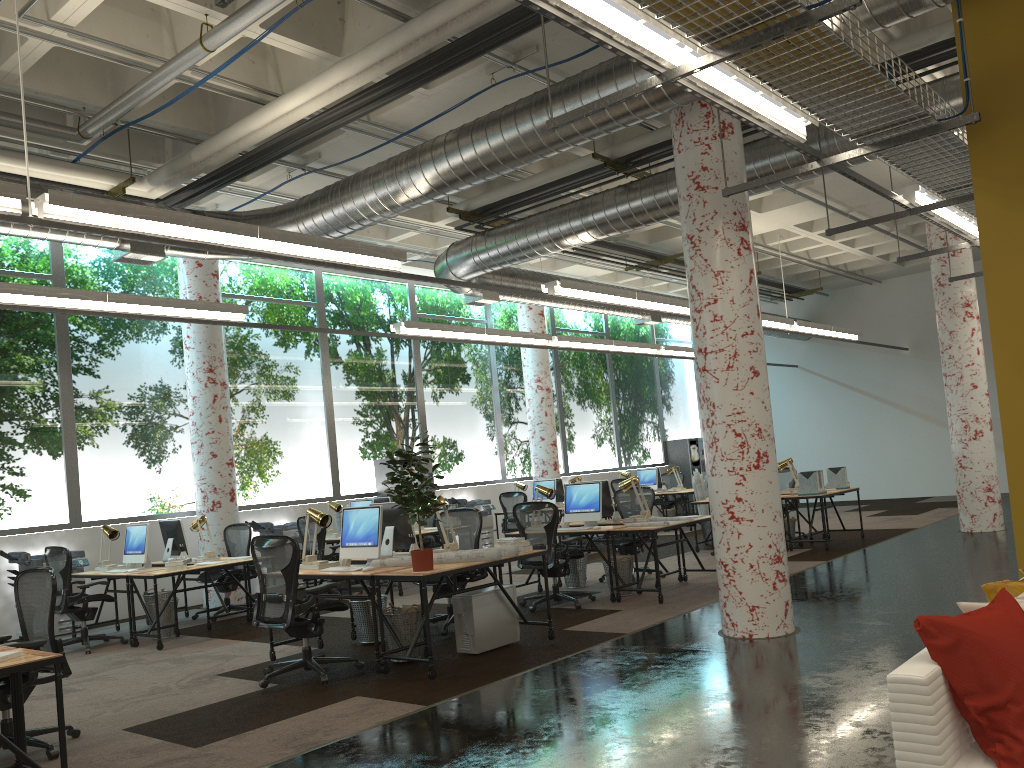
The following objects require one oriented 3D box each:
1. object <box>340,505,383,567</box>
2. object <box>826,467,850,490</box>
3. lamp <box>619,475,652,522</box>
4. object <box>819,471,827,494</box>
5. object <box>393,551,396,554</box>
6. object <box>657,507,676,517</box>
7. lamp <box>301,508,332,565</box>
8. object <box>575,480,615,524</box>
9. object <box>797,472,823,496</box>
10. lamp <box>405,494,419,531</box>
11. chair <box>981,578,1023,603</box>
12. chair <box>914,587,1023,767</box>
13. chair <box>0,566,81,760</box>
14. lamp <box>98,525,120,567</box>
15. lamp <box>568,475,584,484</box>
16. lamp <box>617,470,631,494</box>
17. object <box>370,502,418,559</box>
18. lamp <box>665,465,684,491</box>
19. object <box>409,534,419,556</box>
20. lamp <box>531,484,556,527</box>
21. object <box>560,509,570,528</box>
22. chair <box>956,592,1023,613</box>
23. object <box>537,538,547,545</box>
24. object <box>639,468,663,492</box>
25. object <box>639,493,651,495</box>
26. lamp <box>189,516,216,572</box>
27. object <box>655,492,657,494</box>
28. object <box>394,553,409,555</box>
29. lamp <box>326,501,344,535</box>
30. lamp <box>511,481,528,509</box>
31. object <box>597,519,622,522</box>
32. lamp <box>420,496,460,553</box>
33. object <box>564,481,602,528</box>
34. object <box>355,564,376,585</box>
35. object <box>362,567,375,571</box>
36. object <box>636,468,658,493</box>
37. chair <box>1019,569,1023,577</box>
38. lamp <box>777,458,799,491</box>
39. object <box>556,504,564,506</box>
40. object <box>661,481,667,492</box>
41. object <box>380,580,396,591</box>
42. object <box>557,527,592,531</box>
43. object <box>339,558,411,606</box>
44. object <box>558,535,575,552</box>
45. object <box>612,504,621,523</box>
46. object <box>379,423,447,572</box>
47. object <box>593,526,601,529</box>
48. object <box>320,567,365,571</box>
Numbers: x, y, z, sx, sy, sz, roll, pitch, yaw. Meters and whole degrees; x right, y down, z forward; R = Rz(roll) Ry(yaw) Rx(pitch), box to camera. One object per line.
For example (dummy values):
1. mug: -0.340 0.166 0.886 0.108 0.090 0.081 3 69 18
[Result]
1. object: -1.196 1.231 7.149 0.485 0.484 0.189 -9 -5 40
2. object: 4.613 1.344 12.563 0.281 0.301 0.150 -9 -5 40
3. lamp: 1.416 1.316 9.802 0.208 0.609 0.530 -4 -4 -30
4. object: 4.053 1.330 11.906 0.281 0.301 0.150 -9 -5 40
5. object: -1.110 1.543 8.081 0.060 0.029 0.106 -10 -7 41
6. object: 3.018 2.621 17.256 0.360 0.434 0.353 -8 -5 37
7. lamp: -1.678 1.351 7.488 0.218 0.609 0.530 -4 -4 -30
8. object: 0.932 1.353 10.147 0.485 0.484 0.189 -9 -5 40
9. object: 3.958 1.328 11.794 0.281 0.301 0.150 -9 -5 40
10. lamp: -1.384 1.814 12.198 0.218 0.609 0.530 -4 -4 -30
11. chair: 2.032 0.893 3.282 0.546 0.437 0.317 -2 -5 -37
12. chair: 1.481 0.879 2.660 0.533 0.443 0.303 -2 -5 -33
13. chair: -3.001 1.662 5.263 0.772 1.083 0.793 -7 -4 24
14. lamp: -4.525 1.881 9.930 0.218 0.609 0.530 -4 -4 -30
15. lamp: 1.202 1.876 15.230 0.218 0.609 0.530 -4 -4 -30
16. lamp: 2.193 2.041 17.811 0.218 0.609 0.530 -4 -4 -30
17. object: -1.051 1.274 7.721 0.485 0.484 0.189 -9 -5 40
18. lamp: 3.308 1.926 17.701 0.218 0.609 0.530 -4 -4 -30
19. object: -0.822 1.365 7.450 0.101 0.208 0.102 -5 -3 -5
20. lamp: 0.310 1.430 9.917 0.208 0.609 0.530 -4 -4 -30
21. object: 0.583 1.493 9.834 0.101 0.208 0.102 -5 -3 -5
22. chair: 1.809 0.901 2.972 0.524 0.400 0.333 -3 -5 -31
23. object: 0.508 2.701 15.719 0.360 0.434 0.353 -8 -5 37
24. object: 2.820 1.964 18.044 0.485 0.484 0.189 -9 -5 40
25. object: 2.533 2.152 17.309 0.440 0.017 0.118 -10 -7 40
26. lamp: -3.414 1.766 9.818 0.208 0.609 0.530 -4 -4 -30
27. object: 2.775 2.101 17.091 0.060 0.029 0.106 -10 -7 41
28. object: -0.866 1.506 7.863 0.440 0.017 0.118 -10 -7 40
29. lamp: -2.494 1.929 12.310 0.208 0.609 0.530 -4 -4 -30
30. lamp: 0.087 1.990 15.340 0.218 0.609 0.530 -4 -4 -30
31. object: 1.117 1.584 10.289 0.440 0.017 0.118 -10 -7 40
32. lamp: -0.567 1.237 7.376 0.208 0.609 0.530 -4 -4 -30
33. object: 0.787 1.310 9.576 0.485 0.484 0.189 -9 -5 40
34. object: -2.079 2.640 12.688 0.352 0.434 0.370 -4 -4 -14
35. object: -1.096 1.411 6.769 0.060 0.029 0.106 -10 -7 41
36. object: 2.675 1.920 17.472 0.485 0.484 0.189 -9 -5 40
37. chair: 2.367 0.924 3.578 0.522 0.407 0.342 -2 -5 -34
38. lamp: 4.076 1.364 12.769 0.218 0.609 0.530 -4 -4 -30
39. object: 0.898 2.145 15.714 0.440 0.017 0.118 -10 -7 40
40. object: 3.049 2.054 17.773 0.101 0.208 0.102 -5 -3 -5
41. object: -1.674 2.509 11.753 0.360 0.434 0.353 -8 -5 37
42. object: 0.645 1.541 9.412 0.440 0.017 0.118 -10 -7 40
43. object: -1.066 1.724 7.175 0.851 0.931 0.104 -8 -4 35
44. object: -0.251 2.582 13.797 3.406 0.436 0.368 -1 -6 -40
45. object: 1.161 1.444 9.876 0.101 0.208 0.102 -5 -3 -5
46. object: -0.716 0.818 6.431 0.515 1.075 0.438 -7 -4 31
47. object: 0.887 1.490 9.195 0.060 0.029 0.106 -10 -7 41
48. object: -1.339 1.462 6.986 0.440 0.017 0.118 -10 -7 40
